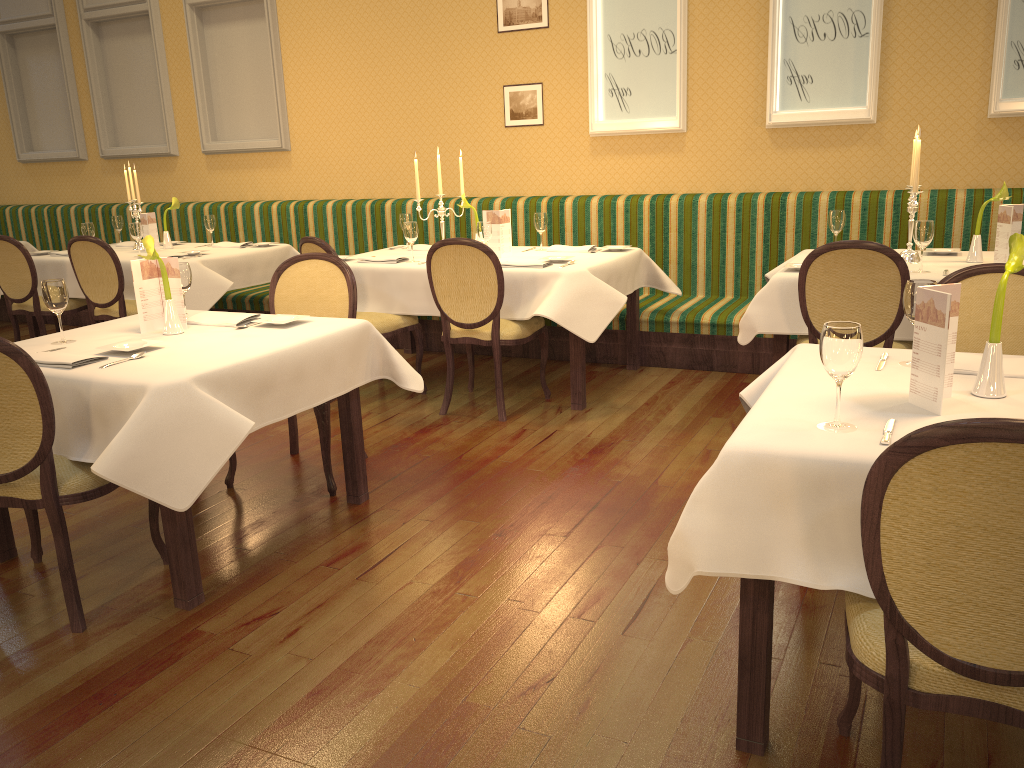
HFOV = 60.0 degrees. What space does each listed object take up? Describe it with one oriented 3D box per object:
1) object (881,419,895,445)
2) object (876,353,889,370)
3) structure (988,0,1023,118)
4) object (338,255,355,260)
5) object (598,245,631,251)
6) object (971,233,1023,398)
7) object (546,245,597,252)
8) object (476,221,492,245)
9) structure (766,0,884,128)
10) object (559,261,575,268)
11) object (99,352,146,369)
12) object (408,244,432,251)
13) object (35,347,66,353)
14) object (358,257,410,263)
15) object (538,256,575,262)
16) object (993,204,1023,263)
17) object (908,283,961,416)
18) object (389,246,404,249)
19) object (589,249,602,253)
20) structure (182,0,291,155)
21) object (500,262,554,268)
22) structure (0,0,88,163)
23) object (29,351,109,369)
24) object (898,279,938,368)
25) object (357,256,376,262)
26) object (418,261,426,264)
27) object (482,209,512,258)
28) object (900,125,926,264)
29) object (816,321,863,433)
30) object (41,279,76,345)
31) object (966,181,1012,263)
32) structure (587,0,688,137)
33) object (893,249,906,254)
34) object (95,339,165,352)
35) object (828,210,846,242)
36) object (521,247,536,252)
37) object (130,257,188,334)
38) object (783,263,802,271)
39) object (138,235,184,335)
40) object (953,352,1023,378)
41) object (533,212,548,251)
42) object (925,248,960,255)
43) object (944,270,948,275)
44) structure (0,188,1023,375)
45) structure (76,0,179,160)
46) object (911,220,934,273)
[{"bbox_3d":[0.801,0.097,1.887,0.017,0.010,0.185,5,17,26],"label":"object"},{"bbox_3d":[1.024,-0.062,2.452,0.017,0.010,0.185,5,17,27],"label":"object"},{"bbox_3d":[3.020,-2.971,4.660,0.670,2.985,0.200,5,17,26],"label":"structure"},{"bbox_3d":[-1.044,-0.758,5.381,0.160,0.024,0.160,5,17,26],"label":"object"},{"bbox_3d":[0.616,-0.806,5.291,0.160,0.024,0.160,5,17,26],"label":"object"},{"bbox_3d":[1.164,-0.163,2.099,0.163,0.375,0.076,-15,20,-40],"label":"object"},{"bbox_3d":[0.361,-0.821,5.381,0.273,0.033,0.142,5,17,26],"label":"object"},{"bbox_3d":[-0.151,-0.789,4.950,0.088,0.229,0.088,-6,15,-15],"label":"object"},{"bbox_3d":[1.881,-3.069,5.211,0.661,2.985,0.200,5,17,26],"label":"structure"},{"bbox_3d":[0.290,-0.640,4.734,0.038,0.015,0.181,5,17,27],"label":"object"},{"bbox_3d":[-1.261,-0.078,2.869,0.038,0.015,0.181,5,17,27],"label":"object"},{"bbox_3d":[-0.526,-0.887,5.770,0.273,0.033,0.142,5,17,26],"label":"object"},{"bbox_3d":[-1.621,-0.110,3.057,0.017,0.010,0.185,5,17,26],"label":"object"},{"bbox_3d":[-0.759,-0.735,5.237,0.273,0.033,0.142,5,17,26],"label":"object"},{"bbox_3d":[0.248,-0.686,4.899,0.160,0.024,0.160,5,17,26],"label":"object"},{"bbox_3d":[2.260,-0.678,4.058,0.081,0.277,0.166,11,20,41],"label":"object"},{"bbox_3d":[0.963,-0.084,2.033,0.081,0.277,0.166,7,18,32],"label":"object"},{"bbox_3d":[-0.773,-0.918,5.954,0.038,0.015,0.181,5,17,27],"label":"object"},{"bbox_3d":[0.504,-0.798,5.297,0.038,0.015,0.181,5,17,27],"label":"object"},{"bbox_3d":[-2.331,-3.486,7.230,0.956,3.103,0.200,5,17,26],"label":"structure"},{"bbox_3d":[0.071,-0.646,4.782,0.273,0.024,0.142,5,17,26],"label":"object"},{"bbox_3d":[-4.534,-3.675,8.295,0.956,3.103,0.200,5,17,26],"label":"structure"},{"bbox_3d":[-1.481,-0.084,2.917,0.273,0.024,0.142,5,17,26],"label":"object"},{"bbox_3d":[1.098,-0.163,2.394,0.088,0.229,0.088,-6,15,-15],"label":"object"},{"bbox_3d":[-0.882,-0.755,5.356,0.038,0.015,0.181,5,17,27],"label":"object"},{"bbox_3d":[-0.489,-0.708,5.125,0.017,0.010,0.185,5,17,26],"label":"object"},{"bbox_3d":[-0.077,-0.875,5.174,0.166,0.277,0.081,-6,15,-11],"label":"object"},{"bbox_3d":[1.925,-0.909,4.252,0.131,0.655,0.390,7,17,31],"label":"object"},{"bbox_3d":[0.702,-0.016,1.902,0.088,0.229,0.088,-6,15,-15],"label":"object"},{"bbox_3d":[-1.640,-0.262,3.205,0.088,0.229,0.088,-8,16,-21],"label":"object"},{"bbox_3d":[2.245,-0.762,4.179,0.163,0.375,0.076,1,15,13],"label":"object"},{"bbox_3d":[0.807,-3.161,5.730,0.687,2.985,0.200,5,17,26],"label":"structure"},{"bbox_3d":[1.897,-0.679,4.598,0.273,0.033,0.142,5,17,26],"label":"object"},{"bbox_3d":[-1.303,-0.124,3.034,0.160,0.024,0.160,5,17,26],"label":"object"},{"bbox_3d":[1.723,-0.806,4.712,0.088,0.229,0.088,-6,15,-15],"label":"object"},{"bbox_3d":[0.104,-0.836,5.511,0.017,0.010,0.185,5,17,27],"label":"object"},{"bbox_3d":[-1.334,-0.339,3.361,0.166,0.277,0.081,-7,16,-16],"label":"object"},{"bbox_3d":[1.380,-0.551,4.210,0.160,0.024,0.160,5,17,26],"label":"object"},{"bbox_3d":[-1.275,-0.358,3.226,0.076,0.375,0.163,-2,15,3],"label":"object"},{"bbox_3d":[1.282,-0.048,2.321,0.273,0.033,0.142,5,17,26],"label":"object"},{"bbox_3d":[0.178,-0.937,5.454,0.088,0.229,0.088,-8,16,-21],"label":"object"},{"bbox_3d":[2.206,-0.675,4.542,0.160,0.024,0.160,5,17,26],"label":"object"},{"bbox_3d":[1.934,-0.500,3.954,0.017,0.010,0.185,5,17,26],"label":"object"},{"bbox_3d":[-1.545,-0.924,7.086,14.516,1.031,0.850,5,17,26],"label":"structure"},{"bbox_3d":[-3.472,-3.584,7.782,0.956,3.103,0.200,5,17,26],"label":"structure"},{"bbox_3d":[1.841,-0.616,3.977,0.088,0.229,0.088,-6,15,-15],"label":"object"}]
